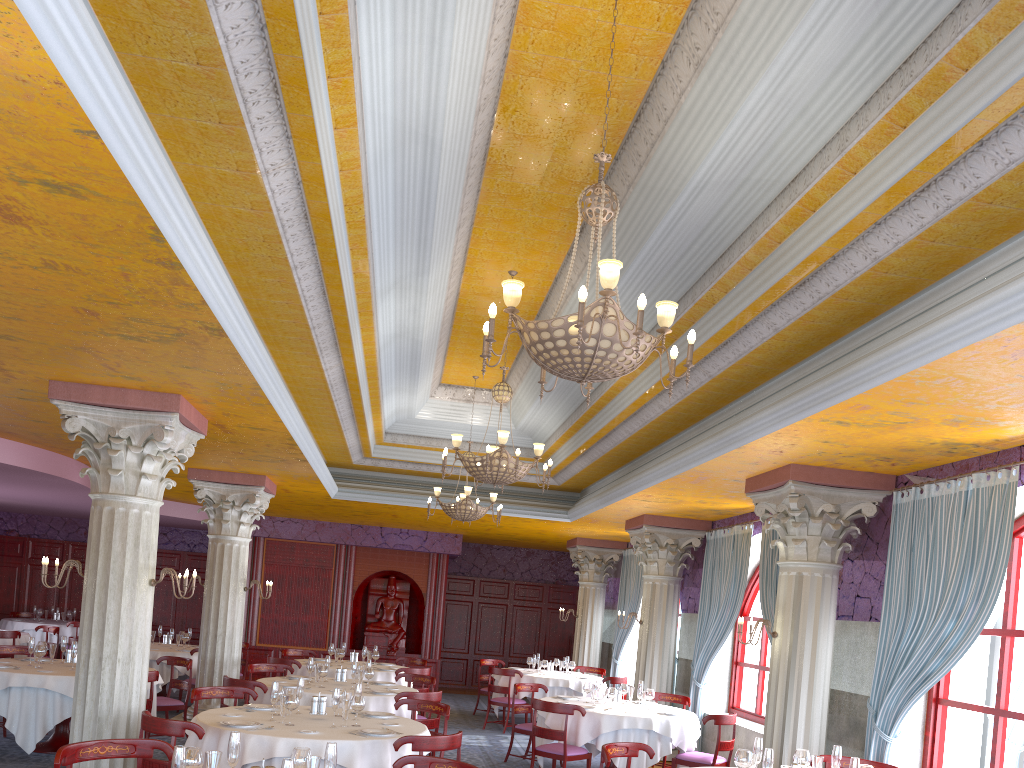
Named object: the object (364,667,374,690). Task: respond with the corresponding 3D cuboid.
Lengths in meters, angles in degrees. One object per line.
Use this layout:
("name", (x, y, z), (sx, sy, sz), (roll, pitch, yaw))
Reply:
("object", (-1.734, 3.565, 10.368), (0.124, 0.262, 0.122), (7, -3, -38))

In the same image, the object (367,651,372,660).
("object", (-2.352, 4.502, 14.076), (0.086, 0.235, 0.086), (5, -2, -5))

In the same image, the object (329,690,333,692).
("object", (-2.026, 3.528, 9.842), (0.158, 0.009, 0.164), (-4, -17, 32))

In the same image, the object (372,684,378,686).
("object", (-1.756, 3.836, 10.925), (0.139, 0.010, 0.030), (-8, -18, 39))

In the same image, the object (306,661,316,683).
("object", (-2.491, 3.566, 10.615), (0.124, 0.262, 0.122), (7, -3, -38))

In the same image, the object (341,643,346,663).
("object", (-2.776, 4.422, 14.092), (0.073, 0.333, 0.075), (5, 0, 29))

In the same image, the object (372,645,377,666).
("object", (-2.241, 4.444, 14.004), (0.073, 0.333, 0.075), (5, 0, 29))

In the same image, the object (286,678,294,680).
("object", (-2.810, 3.717, 10.797), (0.253, 0.003, 0.023), (-6, -18, 36))

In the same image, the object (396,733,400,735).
("object", (-1.027, 2.909, 7.154), (0.253, 0.003, 0.023), (-6, -18, 36))

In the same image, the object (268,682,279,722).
("object", (-2.012, 2.681, 7.234), (0.073, 0.333, 0.075), (5, 0, 29))

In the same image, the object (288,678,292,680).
("object", (-2.831, 3.698, 10.765), (0.257, 0.019, 0.056), (-8, -18, 41))

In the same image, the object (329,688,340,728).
("object", (-1.477, 2.703, 7.145), (0.073, 0.333, 0.075), (5, 0, 29))

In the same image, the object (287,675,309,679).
("object", (-2.732, 3.754, 10.953), (0.318, 0.024, 0.318), (12, -16, -26))

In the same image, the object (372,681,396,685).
("object", (-1.663, 3.884, 11.104), (0.312, 0.024, 0.324), (-1, -16, 22))

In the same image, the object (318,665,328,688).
("object", (-2.236, 3.455, 10.111), (0.123, 0.262, 0.123), (6, -3, -16))

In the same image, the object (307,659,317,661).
("object", (-3.274, 4.526, 14.054), (0.257, 0.019, 0.056), (-8, -18, 41))

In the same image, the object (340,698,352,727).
("object", (-1.410, 2.786, 7.253), (0.087, 0.235, 0.085), (6, -2, -27))

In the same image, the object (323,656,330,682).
("object", (-2.333, 3.594, 10.804), (0.073, 0.333, 0.075), (5, 0, 29))

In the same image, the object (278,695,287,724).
("object", (-1.909, 2.720, 7.162), (0.085, 0.235, 0.087), (4, -2, 18))

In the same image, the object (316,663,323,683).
("object", (-2.408, 3.608, 10.697), (0.086, 0.235, 0.086), (5, -2, -5))

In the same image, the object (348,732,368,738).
("object", (-1.232, 2.810, 6.865), (0.232, 0.013, 0.028), (-7, -16, 37))

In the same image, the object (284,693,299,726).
("object", (-1.827, 2.692, 7.078), (0.123, 0.262, 0.123), (6, -3, -16))

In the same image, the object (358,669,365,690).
("object", (-1.819, 3.550, 10.286), (0.085, 0.235, 0.087), (4, -2, 18))

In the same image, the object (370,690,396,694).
("object", (-1.512, 3.614, 10.031), (0.314, 0.024, 0.322), (7, -15, -7))

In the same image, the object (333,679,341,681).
("object", (-2.271, 3.857, 11.171), (0.159, 0.009, 0.163), (7, -15, -7))

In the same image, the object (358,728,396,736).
("object", (-1.103, 2.850, 6.998), (0.314, 0.024, 0.322), (7, -15, -7))

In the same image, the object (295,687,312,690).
("object", (-2.395, 3.476, 9.781), (0.055, 0.019, 0.264), (-6, -18, 40))

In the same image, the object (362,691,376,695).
("object", (-1.641, 3.574, 9.898), (0.232, 0.013, 0.028), (-7, -16, 37))

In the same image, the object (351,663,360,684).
("object", (-1.989, 3.676, 10.871), (0.122, 0.262, 0.124), (5, -3, 7))

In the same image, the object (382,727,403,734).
("object", (-1.005, 2.910, 7.186), (0.257, 0.019, 0.056), (-8, -18, 41))

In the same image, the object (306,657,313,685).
("object", (-2.421, 3.445, 10.267), (0.074, 0.333, 0.073), (5, 0, -16))

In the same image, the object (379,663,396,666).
("object", (-2.106, 4.712, 14.393), (0.318, 0.024, 0.318), (12, -16, -26))

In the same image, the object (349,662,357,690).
("object", (-1.886, 3.467, 10.178), (0.073, 0.333, 0.075), (5, 0, 29))

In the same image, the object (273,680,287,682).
("object", (-2.811, 3.605, 10.383), (0.159, 0.009, 0.163), (-8, -20, 41))

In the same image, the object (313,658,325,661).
("object", (-3.176, 4.582, 14.242), (0.313, 0.024, 0.323), (-4, -17, 32))

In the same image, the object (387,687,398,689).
("object", (-1.486, 3.781, 10.629), (0.158, 0.009, 0.164), (-4, -17, 32))

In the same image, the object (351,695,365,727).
("object", (-1.325, 2.801, 7.335), (0.122, 0.262, 0.124), (5, -3, 7))

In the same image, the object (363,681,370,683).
("object", (-1.850, 3.896, 11.203), (0.055, 0.019, 0.264), (-6, -18, 40))

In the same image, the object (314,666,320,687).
("object", (-2.318, 3.484, 10.195), (0.085, 0.235, 0.087), (4, -2, 18))

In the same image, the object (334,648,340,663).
("object", (-2.852, 4.436, 13.985), (0.085, 0.235, 0.087), (4, -2, 18))

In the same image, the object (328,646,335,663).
("object", (-2.934, 4.394, 13.903), (0.123, 0.262, 0.123), (6, -3, -16))

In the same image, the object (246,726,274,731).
("object", (-1.986, 2.712, 6.748), (0.055, 0.019, 0.264), (-6, -18, 40))

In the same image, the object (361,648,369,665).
("object", (-2.433, 4.504, 14.160), (0.123, 0.262, 0.123), (6, -3, -16))

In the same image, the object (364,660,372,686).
("object", (-1.798, 3.616, 10.716), (0.075, 0.333, 0.073), (5, -1, -38))

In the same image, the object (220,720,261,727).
("object", (-2.173, 2.720, 6.847), (0.314, 0.024, 0.322), (7, -15, -7))

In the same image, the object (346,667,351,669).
("object", (-2.469, 4.356, 13.130), (0.159, 0.009, 0.163), (7, -15, -7))

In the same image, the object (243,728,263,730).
("object", (-2.019, 2.724, 6.769), (0.022, 0.003, 0.261), (-6, -18, 35))

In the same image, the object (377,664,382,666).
("object", (-2.200, 4.663, 14.214), (0.139, 0.010, 0.030), (-8, -18, 39))

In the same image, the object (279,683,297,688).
("object", (-2.582, 3.484, 9.880), (0.314, 0.024, 0.322), (7, -15, -7))

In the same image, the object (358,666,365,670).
("object", (-1.909, 3.674, 10.787), (0.086, 0.235, 0.086), (5, -2, -5))

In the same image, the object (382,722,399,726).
("object", (-1.078, 3.018, 7.596), (0.161, 0.009, 0.161), (12, -16, -26))
